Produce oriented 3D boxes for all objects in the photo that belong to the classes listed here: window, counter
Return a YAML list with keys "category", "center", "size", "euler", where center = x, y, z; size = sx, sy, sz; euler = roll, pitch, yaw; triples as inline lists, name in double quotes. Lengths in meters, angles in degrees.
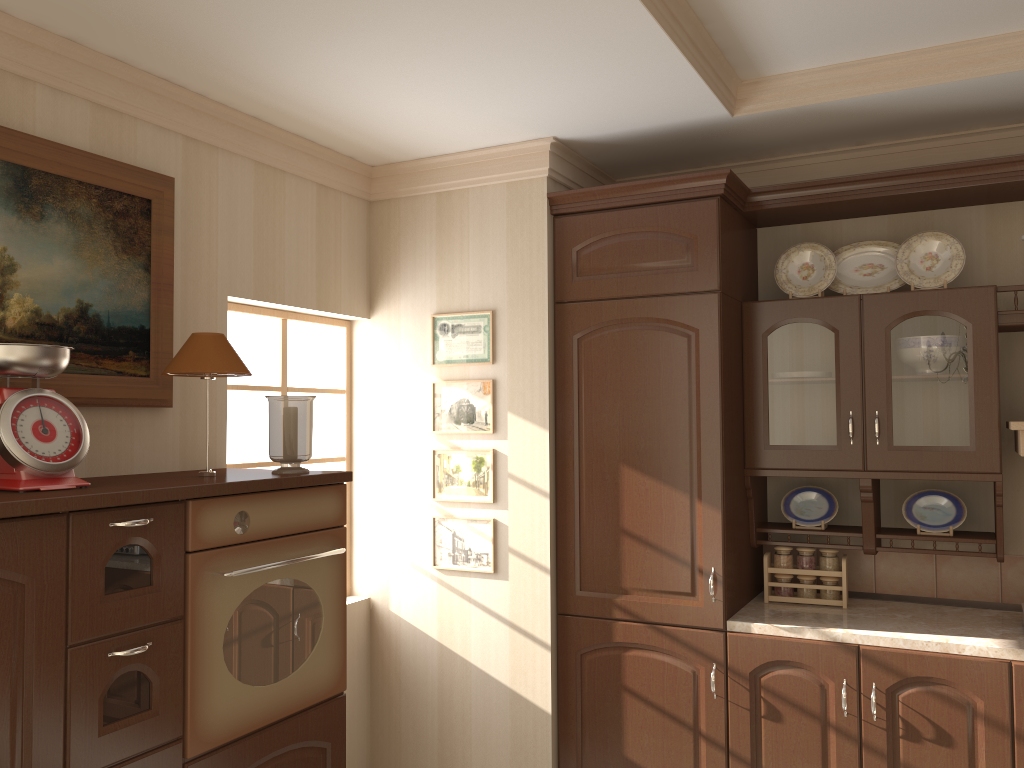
- category: "window"
  center: [-0.844, 0.283, 3.232]
  size: [0.050, 1.100, 0.765]
  euler: [-2, -3, 27]
- category: "counter"
  center: [1.574, 0.738, 1.751]
  size: [2.603, 0.034, 2.422]
  euler: [-2, -3, 27]

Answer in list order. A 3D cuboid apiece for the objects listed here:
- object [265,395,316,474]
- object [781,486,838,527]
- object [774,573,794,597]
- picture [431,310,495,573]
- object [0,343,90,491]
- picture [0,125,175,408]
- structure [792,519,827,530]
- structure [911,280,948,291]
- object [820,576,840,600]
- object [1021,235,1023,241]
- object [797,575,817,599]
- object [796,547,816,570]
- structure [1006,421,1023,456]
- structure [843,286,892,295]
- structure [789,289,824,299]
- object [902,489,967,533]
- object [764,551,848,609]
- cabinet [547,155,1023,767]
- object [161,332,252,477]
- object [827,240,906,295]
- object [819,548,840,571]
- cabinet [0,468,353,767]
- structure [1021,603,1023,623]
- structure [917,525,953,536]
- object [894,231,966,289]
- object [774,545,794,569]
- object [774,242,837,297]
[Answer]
- category: "object"
  center: [-0.637, 0.145, 2.552]
  size: [0.144, 0.220, 0.144]
  euler: [-1, -2, 10]
- category: "object"
  center: [1.082, 0.444, 3.227]
  size: [0.202, 0.143, 0.071]
  euler: [-1, -3, 25]
- category: "object"
  center: [0.986, 0.728, 3.212]
  size: [0.068, 0.088, 0.068]
  euler: [-3, -3, 43]
- category: "picture"
  center: [-0.187, 0.213, 3.321]
  size: [0.268, 0.964, 0.010]
  euler: [-2, -3, 27]
- category: "object"
  center: [-1.097, 0.074, 2.002]
  size: [0.263, 0.317, 0.218]
  euler: [-2, -3, 31]
- category: "picture"
  center: [-1.231, -0.290, 2.197]
  size: [0.036, 0.687, 0.990]
  euler: [-2, -3, 27]
- category: "structure"
  center: [1.081, 0.460, 3.222]
  size: [0.110, 0.126, 0.080]
  euler: [-2, -3, 27]
- category: "structure"
  center: [1.417, -0.373, 3.014]
  size: [0.110, 0.126, 0.080]
  euler: [-2, -3, 27]
- category: "object"
  center: [1.130, 0.724, 3.152]
  size: [0.068, 0.088, 0.068]
  euler: [-3, -3, 43]
- category: "object"
  center: [1.738, -0.359, 2.884]
  size: [0.163, 0.248, 0.174]
  euler: [0, -2, -10]
- category: "object"
  center: [1.058, 0.726, 3.182]
  size: [0.068, 0.088, 0.068]
  euler: [-3, -3, 43]
- category: "object"
  center: [1.057, 0.625, 3.186]
  size: [0.068, 0.088, 0.068]
  euler: [-3, -3, 43]
- category: "structure"
  center: [1.934, -0.206, 2.701]
  size: [0.753, 0.845, 0.455]
  euler: [-2, -3, 27]
- category: "structure"
  center: [1.263, -0.366, 3.154]
  size: [0.154, 0.126, 0.080]
  euler: [-2, -3, 27]
- category: "structure"
  center: [1.061, -0.363, 3.197]
  size: [0.110, 0.126, 0.080]
  euler: [-2, -3, 27]
- category: "object"
  center: [1.446, 0.434, 3.037]
  size: [0.202, 0.143, 0.071]
  euler: [-1, -3, 25]
- category: "object"
  center: [1.056, 0.698, 3.185]
  size: [0.276, 0.170, 0.140]
  euler: [-1, -3, 23]
- category: "cabinet"
  center: [1.309, 0.408, 1.912]
  size: [3.226, 2.313, 2.436]
  euler: [-2, -3, 27]
- category: "object"
  center: [-0.829, 0.057, 2.415]
  size: [0.237, 0.388, 0.235]
  euler: [-2, -3, 39]
- category: "object"
  center: [1.266, -0.414, 3.160]
  size: [0.342, 0.209, 0.073]
  euler: [-2, -3, 28]
- category: "object"
  center: [1.129, 0.624, 3.156]
  size: [0.068, 0.088, 0.068]
  euler: [-3, -3, 43]
- category: "cabinet"
  center: [-1.017, 0.911, 2.012]
  size: [0.538, 1.349, 1.513]
  euler: [-2, -3, 27]
- category: "structure"
  center: [1.902, 0.715, 2.585]
  size: [0.710, 0.054, 0.325]
  euler: [-2, -3, 27]
- category: "structure"
  center: [1.445, 0.450, 3.032]
  size: [0.110, 0.126, 0.080]
  euler: [-2, -3, 27]
- category: "object"
  center: [1.420, -0.424, 3.017]
  size: [0.220, 0.210, 0.068]
  euler: [-2, -3, 25]
- category: "object"
  center: [0.985, 0.627, 3.216]
  size: [0.068, 0.088, 0.068]
  euler: [-3, -3, 43]
- category: "object"
  center: [1.060, -0.413, 3.203]
  size: [0.220, 0.210, 0.068]
  euler: [-2, -3, 25]
